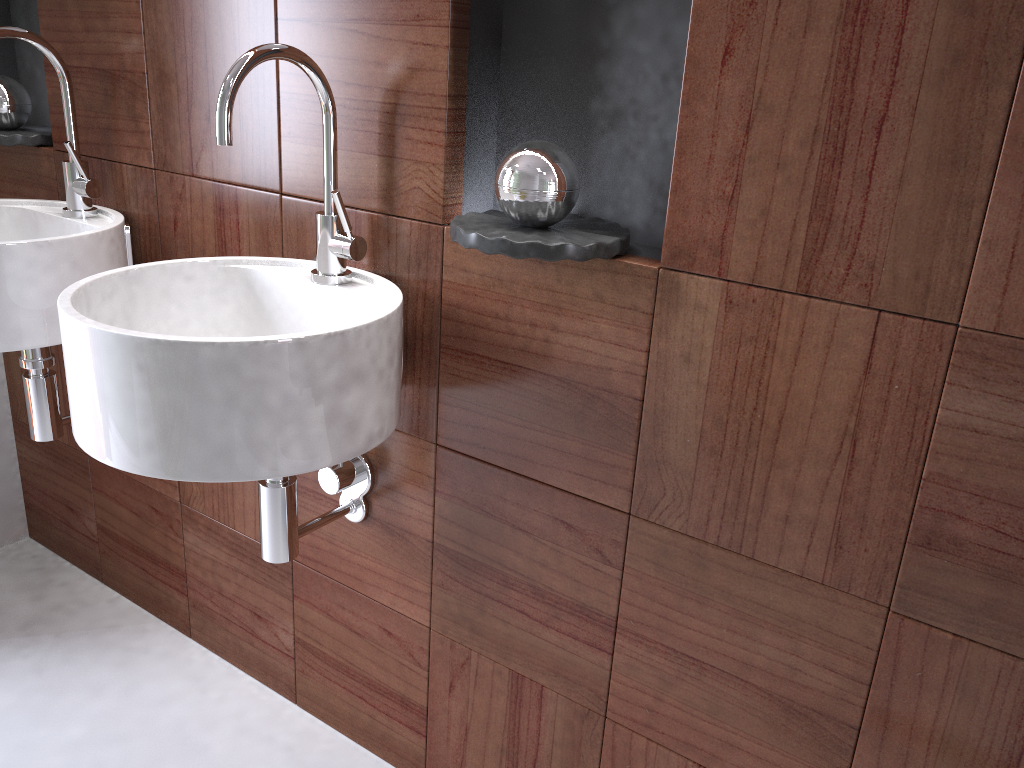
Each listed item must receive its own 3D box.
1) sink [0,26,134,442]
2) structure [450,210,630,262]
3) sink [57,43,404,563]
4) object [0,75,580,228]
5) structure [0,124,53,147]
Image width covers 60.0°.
[{"bbox_3d":[-0.866,-0.218,1.480,0.415,0.715,0.417,17,24,32],"label":"sink"},{"bbox_3d":[0.035,-0.186,1.094,0.220,0.023,0.222,12,22,22],"label":"structure"},{"bbox_3d":[-0.350,-0.063,1.149,0.415,0.715,0.417,17,24,32],"label":"sink"},{"bbox_3d":[-0.479,-0.391,1.391,1.350,0.104,0.104,17,24,32],"label":"object"},{"bbox_3d":[-0.988,-0.492,1.750,0.222,0.023,0.220,2,20,-6],"label":"structure"}]
